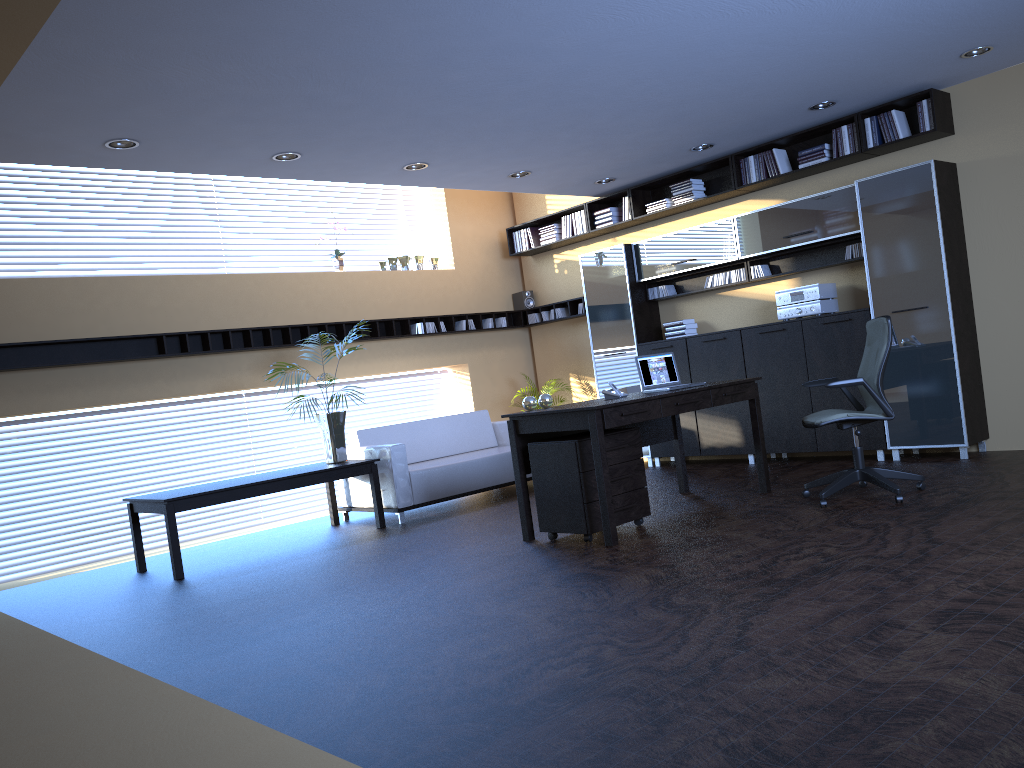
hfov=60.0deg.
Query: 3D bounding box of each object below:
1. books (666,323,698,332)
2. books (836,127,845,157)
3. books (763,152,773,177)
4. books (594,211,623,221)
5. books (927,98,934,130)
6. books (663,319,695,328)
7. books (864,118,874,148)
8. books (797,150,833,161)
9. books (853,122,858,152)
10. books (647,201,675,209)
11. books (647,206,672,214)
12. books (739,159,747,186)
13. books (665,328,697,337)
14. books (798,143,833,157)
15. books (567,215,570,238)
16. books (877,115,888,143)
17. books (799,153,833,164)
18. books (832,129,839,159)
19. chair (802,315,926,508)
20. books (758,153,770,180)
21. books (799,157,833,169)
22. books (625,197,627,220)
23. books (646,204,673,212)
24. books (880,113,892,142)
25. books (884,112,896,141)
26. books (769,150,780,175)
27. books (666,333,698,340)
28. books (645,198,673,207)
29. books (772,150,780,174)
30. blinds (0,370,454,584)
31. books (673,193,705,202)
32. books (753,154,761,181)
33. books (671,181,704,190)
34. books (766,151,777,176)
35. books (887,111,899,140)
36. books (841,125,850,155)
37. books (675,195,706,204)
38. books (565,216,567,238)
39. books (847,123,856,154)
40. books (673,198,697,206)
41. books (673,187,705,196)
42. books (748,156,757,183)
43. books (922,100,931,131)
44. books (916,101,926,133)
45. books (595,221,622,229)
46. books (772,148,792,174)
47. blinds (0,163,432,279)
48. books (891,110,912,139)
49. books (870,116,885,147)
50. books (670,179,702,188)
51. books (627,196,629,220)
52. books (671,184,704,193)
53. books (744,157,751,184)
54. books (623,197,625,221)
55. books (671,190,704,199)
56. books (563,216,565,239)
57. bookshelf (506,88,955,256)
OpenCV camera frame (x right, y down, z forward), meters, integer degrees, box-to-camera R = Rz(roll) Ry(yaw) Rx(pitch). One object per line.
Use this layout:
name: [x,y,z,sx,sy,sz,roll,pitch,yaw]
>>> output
books: [1.783,-0.591,9.322,0.207,0.050,0.259,-8,0,-42]
books: [2.929,-2.110,7.783,0.207,0.258,0.050,-9,2,-42]
books: [2.453,-2.046,8.316,0.207,0.260,0.075,-9,2,-41]
books: [1.081,-1.861,9.846,0.207,0.050,0.259,-8,0,-42]
books: [3.447,-2.179,7.195,0.207,0.258,0.050,-9,2,-42]
books: [1.754,-0.639,9.329,0.207,0.050,0.259,-8,0,-43]
books: [3.094,-2.132,7.582,0.207,0.258,0.050,-9,2,-43]
books: [2.743,-2.054,7.996,0.207,0.031,0.259,-8,0,-43]
books: [3.027,-2.123,7.661,0.207,0.258,0.050,-9,2,-42]
books: [1.581,-1.873,9.289,0.207,0.028,0.259,-8,0,-43]
books: [1.581,-1.816,9.286,0.207,0.028,0.259,-8,0,-41]
books: [2.273,-2.023,8.520,0.207,0.258,0.050,-9,2,-42]
books: [1.775,-0.539,9.326,0.207,0.050,0.259,-8,0,-42]
books: [2.746,-2.095,7.974,0.207,0.050,0.259,-8,0,-42]
books: [0.715,-1.816,10.239,0.207,0.260,0.075,-9,2,-43]
books: [3.187,-2.144,7.511,0.207,0.260,0.075,-9,2,-42]
books: [2.756,-2.024,7.988,0.207,0.031,0.259,-8,0,-42]
books: [2.891,-2.104,7.821,0.207,0.260,0.055,-9,2,-42]
chair: [2.372,0.169,6.085,0.769,1.216,0.831,-8,1,5]
books: [2.411,-2.041,8.365,0.207,0.258,0.050,-9,2,-42]
books: [2.760,-1.981,8.002,0.207,0.050,0.259,-8,0,-43]
books: [1.300,-1.893,9.606,0.207,0.260,0.075,-9,2,-43]
books: [1.572,-1.843,9.295,0.207,0.028,0.259,-8,0,-42]
books: [3.193,-2.145,7.473,0.207,0.260,0.075,-9,2,-42]
books: [3.217,-2.148,7.452,0.207,0.260,0.075,-9,2,-41]
books: [2.492,-2.050,8.265,0.207,0.258,0.072,-9,2,-42]
books: [1.786,-0.489,9.317,0.207,0.050,0.259,-8,0,-42]
books: [1.567,-1.900,9.308,0.207,0.028,0.259,-8,0,-43]
books: [2.518,-2.055,8.259,0.207,0.258,0.072,-9,2,-42]
blinds: [-2.681,0.774,9.126,5.380,1.368,0.047,-8,1,-42]
books: [1.806,-1.903,9.049,0.207,0.028,0.259,-8,0,-43]
books: [2.378,-2.037,8.405,0.207,0.258,0.050,-9,2,-42]
books: [1.790,-2.017,9.032,0.207,0.028,0.259,-8,0,-43]
books: [2.473,-2.049,8.292,0.207,0.260,0.075,-9,2,-42]
books: [3.236,-2.150,7.426,0.207,0.260,0.075,-9,2,-42]
books: [2.958,-2.113,7.739,0.207,0.258,0.050,-9,2,-42]
books: [1.824,-1.877,9.036,0.207,0.028,0.259,-8,0,-42]
books: [0.693,-1.813,10.262,0.207,0.260,0.075,-9,2,-42]
books: [2.993,-2.118,7.700,0.207,0.258,0.050,-9,2,-42]
books: [1.806,-1.846,9.046,0.207,0.028,0.259,-8,0,-42]
books: [1.807,-1.962,9.044,0.207,0.028,0.259,-8,0,-42]
books: [2.339,-2.031,8.439,0.207,0.258,0.050,-9,2,-42]
books: [3.417,-2.175,7.229,0.207,0.258,0.036,-9,2,-42]
books: [3.395,-2.172,7.270,0.207,0.258,0.050,-9,2,-43]
books: [1.090,-1.760,9.847,0.207,0.050,0.259,-8,0,-42]
books: [2.515,-2.055,8.225,0.207,0.258,0.072,-9,2,-43]
blinds: [-3.030,-1.779,9.050,5.380,1.462,0.039,-8,1,-42]
books: [3.256,-2.153,7.401,0.207,0.260,0.075,-9,2,-43]
books: [3.129,-2.136,7.544,0.207,0.258,0.050,-9,2,-42]
books: [1.775,-2.044,9.049,0.207,0.028,0.259,-8,0,-42]
books: [1.312,-1.895,9.573,0.207,0.260,0.075,-9,2,-43]
books: [1.788,-1.988,9.044,0.207,0.028,0.259,-8,0,-43]
books: [2.308,-2.027,8.481,0.207,0.258,0.050,-9,2,-42]
books: [1.276,-1.890,9.627,0.207,0.260,0.075,-9,2,-42]
books: [1.797,-1.931,9.073,0.207,0.028,0.259,-8,0,-43]
books: [0.673,-1.810,10.286,0.207,0.260,0.075,-9,2,-42]
bookshelf: [1.786,-1.977,9.075,0.361,0.340,5.132,-9,1,-42]
